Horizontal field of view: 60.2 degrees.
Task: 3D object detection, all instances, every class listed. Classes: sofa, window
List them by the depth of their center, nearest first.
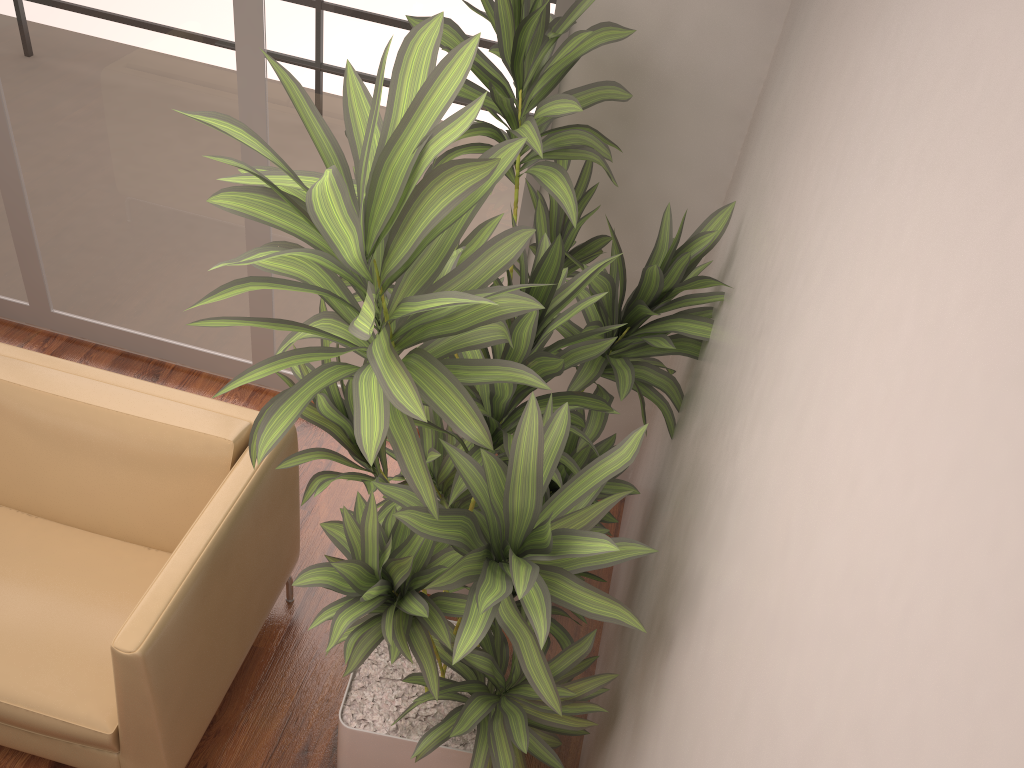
[{"bbox_3d":[-1.634,0.420,2.533,1.799,0.879,0.838,15,40,4],"label":"sofa"},{"bbox_3d":[-3.777,-2.050,2.907,8.550,3.440,0.059,14,40,4],"label":"window"}]

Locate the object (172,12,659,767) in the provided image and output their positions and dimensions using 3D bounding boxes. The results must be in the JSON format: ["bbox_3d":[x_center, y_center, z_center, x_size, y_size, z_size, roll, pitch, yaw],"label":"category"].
[{"bbox_3d":[-0.081,0.262,2.062,0.959,2.206,1.037,23,41,14],"label":"object"}]

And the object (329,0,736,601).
[{"bbox_3d":[0.047,-0.125,2.562,1.069,2.206,0.931,26,42,18],"label":"object"}]
